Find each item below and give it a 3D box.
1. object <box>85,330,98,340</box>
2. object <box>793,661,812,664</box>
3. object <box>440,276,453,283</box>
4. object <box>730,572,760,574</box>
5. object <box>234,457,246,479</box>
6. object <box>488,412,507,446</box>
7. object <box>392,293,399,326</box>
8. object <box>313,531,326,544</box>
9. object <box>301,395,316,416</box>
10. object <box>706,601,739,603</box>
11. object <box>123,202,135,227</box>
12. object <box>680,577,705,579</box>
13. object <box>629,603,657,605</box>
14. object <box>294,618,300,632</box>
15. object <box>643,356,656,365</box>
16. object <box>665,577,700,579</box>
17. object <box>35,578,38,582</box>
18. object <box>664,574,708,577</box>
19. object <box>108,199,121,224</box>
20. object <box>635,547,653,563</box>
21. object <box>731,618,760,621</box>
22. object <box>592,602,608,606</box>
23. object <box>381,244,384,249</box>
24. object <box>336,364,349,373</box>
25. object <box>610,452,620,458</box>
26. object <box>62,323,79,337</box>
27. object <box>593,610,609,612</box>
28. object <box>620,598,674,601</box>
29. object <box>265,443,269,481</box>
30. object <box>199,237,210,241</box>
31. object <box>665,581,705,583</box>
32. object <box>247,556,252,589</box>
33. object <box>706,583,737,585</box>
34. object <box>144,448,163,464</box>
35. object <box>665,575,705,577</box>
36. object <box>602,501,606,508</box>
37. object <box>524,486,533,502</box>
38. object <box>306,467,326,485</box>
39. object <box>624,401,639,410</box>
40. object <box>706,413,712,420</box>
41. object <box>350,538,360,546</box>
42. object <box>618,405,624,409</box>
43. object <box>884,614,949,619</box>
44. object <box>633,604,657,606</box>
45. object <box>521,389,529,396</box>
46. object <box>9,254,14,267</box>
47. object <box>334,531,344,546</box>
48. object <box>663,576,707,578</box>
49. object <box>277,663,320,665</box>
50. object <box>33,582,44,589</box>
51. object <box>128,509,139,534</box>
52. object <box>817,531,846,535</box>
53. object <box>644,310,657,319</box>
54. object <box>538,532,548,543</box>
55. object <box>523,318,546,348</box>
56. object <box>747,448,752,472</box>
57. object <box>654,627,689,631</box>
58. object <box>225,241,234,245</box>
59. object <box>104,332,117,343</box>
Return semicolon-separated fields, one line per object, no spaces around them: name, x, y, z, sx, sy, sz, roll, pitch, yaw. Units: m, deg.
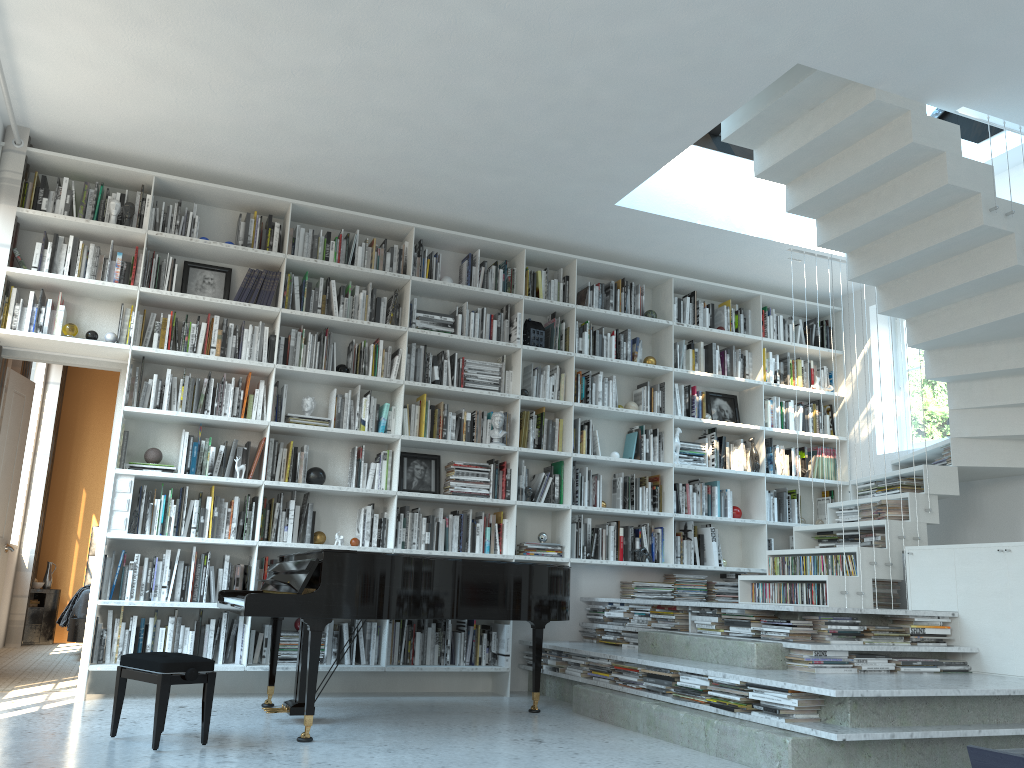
object;-2.547;-0.289;5.375;0.071;0.072;0.072;-11;-18;44
object;1.509;1.377;4.383;0.204;0.004;0.140;7;-14;-19
object;-0.471;-0.717;6.327;0.105;0.105;0.105;-11;-18;44
object;1.805;1.466;6.863;0.130;0.015;0.210;8;-14;-23
object;-1.668;0.514;5.428;0.082;0.139;0.044;12;-16;-37
object;-0.103;0.319;6.166;0.138;0.243;0.137;-6;-15;32
object;-0.788;-0.498;6.036;0.075;0.254;0.075;14;-17;-42
object;-1.237;0.989;5.680;0.091;0.091;0.091;-11;-18;44
object;-1.337;0.147;5.823;0.095;0.156;0.121;4;-13;-8
object;1.638;1.672;6.797;0.328;0.008;0.208;8;-14;-22
object;-2.366;-1.028;5.463;0.067;0.197;0.068;-2;-13;20
object;1.303;1.462;6.695;0.254;0.005;0.161;8;-14;-22
object;0.908;1.441;5.793;0.159;0.007;0.285;8;-15;-25
object;-1.311;1.495;5.514;0.086;0.087;0.086;-11;-18;44
object;1.060;-0.164;6.821;0.100;0.101;0.101;-11;-18;44
object;1.303;1.467;6.693;0.254;0.005;0.161;8;-14;-22
object;-4.724;1.958;8.722;0.106;0.103;0.106;6;-13;-14
object;1.308;1.444;6.688;0.285;0.005;0.160;6;-14;-17
object;-2.440;-1.038;5.433;0.067;0.197;0.068;-2;-13;20
object;0.949;1.232;6.393;0.161;0.113;0.065;11;-16;-34
object;1.317;1.290;4.857;0.142;0.006;0.204;8;-14;-24
object;0.691;1.572;6.334;0.131;0.024;0.291;7;-14;-20
object;-0.925;-0.836;6.206;0.010;0.246;0.157;7;-14;-22
object;-1.134;-0.084;5.914;0.097;0.098;0.097;-4;-14;26
object;0.764;0.538;6.588;0.071;0.072;0.072;-4;-14;26
object;-2.634;-0.321;5.290;0.087;0.087;0.087;-4;-14;26
object;0.685;1.622;6.321;0.135;0.011;0.222;7;-14;-18
object;0.991;1.583;6.521;0.346;0.007;0.194;9;-15;-27
object;-1.577;0.506;5.663;0.012;0.269;0.130;7;-14;-22
object;-1.990;-0.907;5.723;0.082;0.083;0.083;-11;-18;44
object;1.299;1.493;6.686;0.254;0.005;0.161;8;-14;-22
object;-1.640;1.213;5.499;0.017;0.289;0.089;7;-14;-22
object;1.642;1.545;6.825;0.328;0.008;0.208;8;-14;-22
object;-2.175;0.440;5.379;0.105;0.106;0.105;-11;-18;44
object;1.304;1.451;6.695;0.254;0.005;0.161;7;-14;-21
object;0.657;0.892;6.507;0.071;0.072;0.072;-4;-14;26
object;0.115;0.764;6.141;0.054;0.113;0.079;8;-14;-23
object;-1.270;0.604;5.734;0.133;0.135;0.134;-4;-14;26
object;0.911;0.190;6.774;0.111;0.112;0.112;-11;-18;44
object;1.527;0.275;6.991;0.091;0.092;0.092;-4;-14;26
object;-1.014;1.023;5.722;0.061;0.062;0.061;-4;-14;26
object;0.813;0.192;6.705;0.068;0.068;0.068;-11;-18;44
object;2.198;1.257;4.822;0.284;0.030;0.177;8;-14;-22
object;0.921;1.449;5.798;0.144;0.005;0.257;8;-14;-22
object;0.083;0.070;6.337;0.071;0.072;0.072;-4;-14;26
object;-2.987;-0.779;5.290;0.035;0.295;0.176;7;-14;-22
object;-1.101;0.991;5.665;0.060;0.094;0.078;3;-13;-5
object;1.303;1.457;6.696;0.285;0.005;0.160;8;-14;-22
object;-1.331;1.728;5.496;0.254;0.007;0.161;7;-14;-19
object;-4.623;1.964;8.637;0.118;0.061;0.118;6;-14;-14
object;-2.202;0.804;5.160;0.045;0.146;0.045;-1;-13;16
object;2.202;1.022;6.054;0.161;0.025;0.175;7;-14;-18
object;1.076;-0.524;6.895;0.104;0.105;0.104;-4;-14;26
object;0.214;1.071;6.186;0.071;0.072;0.072;-4;-14;26
object;0.154;-0.353;6.486;0.135;0.247;0.136;10;-15;-31
object;1.849;0.626;7.086;0.022;0.211;0.179;7;-14;-22
object;1.019;1.522;5.505;0.145;0.010;0.267;9;-15;-26
object;-1.845;-0.887;5.782;0.082;0.083;0.083;-11;-18;44
object;-2.441;-0.280;5.396;0.071;0.072;0.072;-11;-18;44
